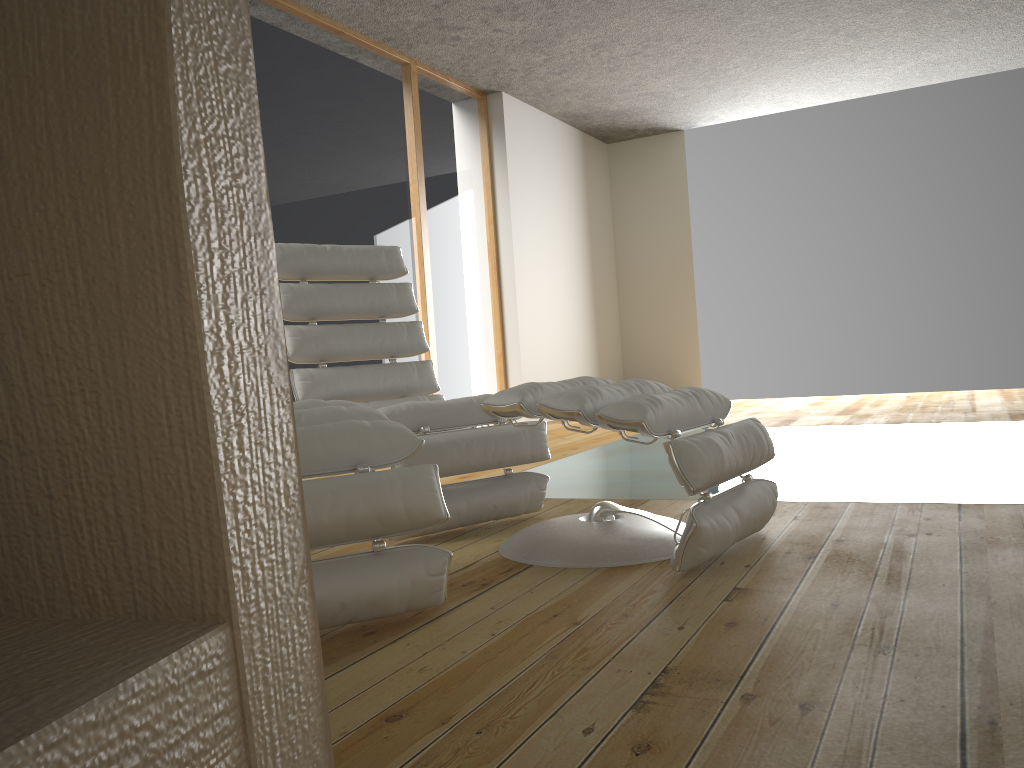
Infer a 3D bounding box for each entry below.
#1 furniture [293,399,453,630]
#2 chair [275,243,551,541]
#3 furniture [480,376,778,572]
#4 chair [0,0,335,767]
[{"bbox_3d":[-0.524,0.266,1.930,0.570,0.439,0.685,-4,1,-27],"label":"furniture"},{"bbox_3d":[-0.377,-0.039,2.949,0.570,0.969,0.913,-4,1,-38],"label":"chair"},{"bbox_3d":[0.279,0.199,2.315,0.685,0.439,0.570,-3,1,34],"label":"furniture"},{"bbox_3d":[-0.289,0.012,0.155,0.404,1.017,0.506,-4,0,16],"label":"chair"}]
